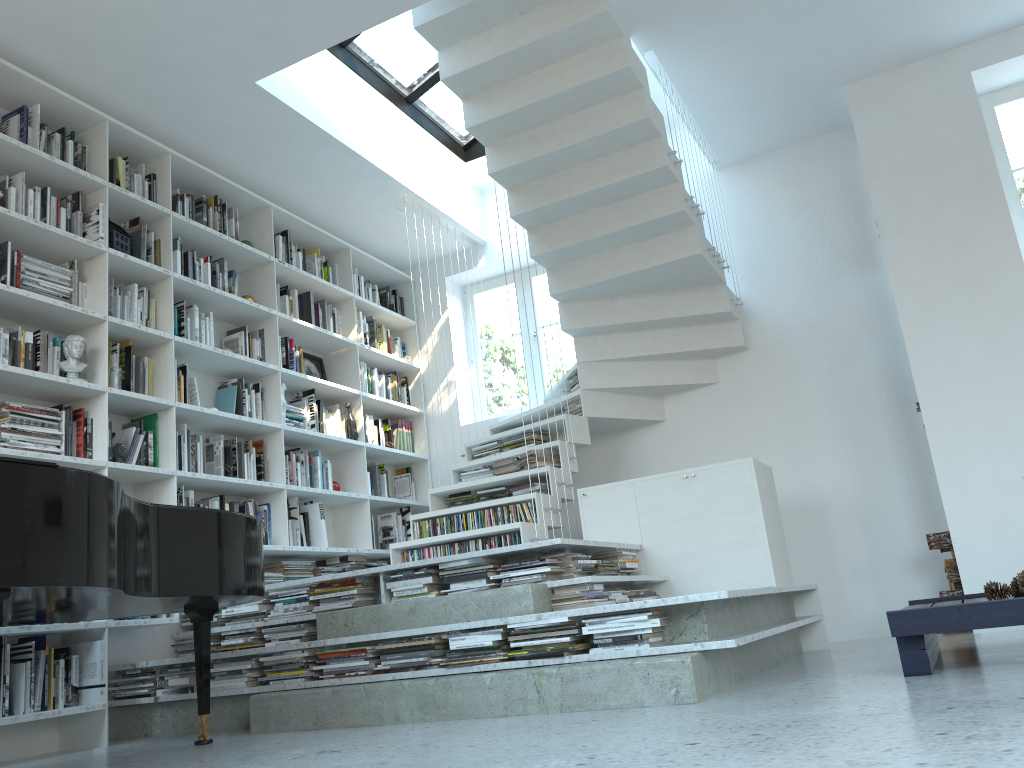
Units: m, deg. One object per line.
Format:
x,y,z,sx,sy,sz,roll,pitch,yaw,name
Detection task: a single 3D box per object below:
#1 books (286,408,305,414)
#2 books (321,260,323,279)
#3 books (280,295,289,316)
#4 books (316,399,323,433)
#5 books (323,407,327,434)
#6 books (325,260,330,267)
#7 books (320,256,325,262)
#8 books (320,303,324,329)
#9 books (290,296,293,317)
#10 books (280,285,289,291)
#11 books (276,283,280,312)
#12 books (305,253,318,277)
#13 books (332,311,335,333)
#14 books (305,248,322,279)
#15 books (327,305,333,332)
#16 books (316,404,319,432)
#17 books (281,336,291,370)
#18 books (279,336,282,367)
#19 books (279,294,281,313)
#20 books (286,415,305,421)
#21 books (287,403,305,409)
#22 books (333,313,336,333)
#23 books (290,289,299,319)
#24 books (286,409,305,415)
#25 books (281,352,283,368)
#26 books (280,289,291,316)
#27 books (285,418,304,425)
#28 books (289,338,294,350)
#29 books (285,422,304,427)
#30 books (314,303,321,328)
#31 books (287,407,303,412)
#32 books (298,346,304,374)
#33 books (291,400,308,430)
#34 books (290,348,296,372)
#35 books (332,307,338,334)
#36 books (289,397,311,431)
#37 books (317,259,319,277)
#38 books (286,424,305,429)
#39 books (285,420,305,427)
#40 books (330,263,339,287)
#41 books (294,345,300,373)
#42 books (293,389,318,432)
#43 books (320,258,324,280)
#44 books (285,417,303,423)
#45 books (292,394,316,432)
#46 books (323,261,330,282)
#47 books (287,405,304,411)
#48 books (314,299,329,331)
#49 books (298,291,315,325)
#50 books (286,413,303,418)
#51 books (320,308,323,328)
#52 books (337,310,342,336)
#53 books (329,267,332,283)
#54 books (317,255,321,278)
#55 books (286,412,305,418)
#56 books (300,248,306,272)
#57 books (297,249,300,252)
-1.495,0.182,5.728,0.159,0.012,0.285,-14,-17,26,books
-1.417,-0.756,6.333,0.170,0.225,0.007,-14,-16,24,books
-1.556,-0.470,5.885,0.175,0.207,0.025,-14,-16,24,books
-1.350,0.257,5.978,0.167,0.281,0.059,-14,-16,24,books
-1.329,0.287,6.024,0.147,0.241,0.031,-14,-16,24,books
-1.384,-0.752,6.462,0.136,0.278,0.025,-14,-16,24,books
-1.405,-0.772,6.419,0.131,0.298,0.020,-14,-16,24,books
-1.397,-0.423,6.234,0.156,0.263,0.023,-14,-16,24,books
-1.540,-0.463,5.949,0.158,0.223,0.030,-14,-16,24,books
-1.553,-0.502,5.940,0.162,0.295,0.011,-14,-16,24,books
-1.602,-0.515,5.844,0.167,0.281,0.052,-14,-16,24,books
-1.450,-0.783,6.277,0.169,0.255,0.019,-14,-16,24,books
-1.342,-0.393,6.325,0.162,0.240,0.030,-14,-16,24,books
-1.433,-0.801,6.342,0.166,0.320,0.007,-14,-16,24,books
-1.352,-0.415,6.296,0.177,0.271,0.036,-14,-16,24,books
-1.370,0.267,5.920,0.179,0.236,0.030,-14,-16,24,books
-1.528,-0.154,5.809,0.176,0.286,0.012,-14,-16,24,books
-1.565,-0.161,5.766,0.159,0.284,0.012,-14,-16,24,books
-1.591,-0.491,5.878,0.130,0.250,0.026,-14,-16,24,books
-1.484,0.227,5.714,0.161,0.012,0.254,-15,-17,29,books
-1.499,0.148,5.738,0.159,0.012,0.285,-14,-17,26,books
-1.333,-0.380,6.362,0.158,0.233,0.022,-14,-16,24,books
-1.514,-0.486,6.000,0.156,0.287,0.026,-14,-16,24,books
-1.487,0.192,5.723,0.159,0.012,0.285,-12,-16,19,books
-1.560,-0.145,5.793,0.131,0.268,0.043,-14,-16,24,books
-1.552,-0.490,5.916,0.167,0.260,0.026,-14,-16,24,books
-1.482,0.250,5.706,0.161,0.012,0.254,-12,-16,19,books
-1.506,-0.145,5.848,0.175,0.284,0.014,-14,-16,24,books
-1.486,0.274,5.701,0.161,0.012,0.254,-14,-17,26,books
-1.409,-0.427,6.169,0.189,0.239,0.014,-14,-16,24,books
-1.496,0.171,5.731,0.161,0.012,0.254,-14,-17,26,books
-1.464,-0.113,5.906,0.178,0.243,0.026,-14,-16,24,books
-1.418,0.245,5.851,0.161,0.253,0.012,-14,-16,24,books
-1.497,-0.113,5.822,0.190,0.206,0.013,-14,-16,24,books
-1.321,-0.400,6.388,0.147,0.283,0.026,-14,-16,24,books
-1.409,0.240,5.897,0.159,0.284,0.012,-14,-16,24,books
-1.444,-0.763,6.285,0.182,0.220,0.008,-14,-16,24,books
-1.480,0.285,5.696,0.161,0.012,0.254,-15,-17,28,books
-1.486,0.263,5.705,0.159,0.012,0.285,-13,-16,22,books
-1.343,-0.737,6.503,0.163,0.262,0.026,-14,-16,24,books
-1.484,-0.120,5.890,0.167,0.252,0.021,-14,-16,24,books
-1.378,0.212,5.912,0.180,0.338,0.010,-14,-16,24,books
-1.417,-0.762,6.354,0.164,0.248,0.031,-14,-16,24,books
-1.493,0.241,5.713,0.161,0.012,0.254,-14,-17,24,books
-1.381,0.229,5.898,0.184,0.299,0.011,-14,-16,24,books
-1.392,-0.749,6.386,0.186,0.234,0.018,-14,-16,24,books
-1.498,0.159,5.735,0.159,0.012,0.285,-13,-16,22,books
-1.376,-0.437,6.251,0.181,0.293,0.022,-14,-16,24,books
-1.451,-0.474,6.027,0.246,0.264,0.032,-14,-16,24,books
-1.489,0.216,5.719,0.159,0.012,0.285,-13,-16,21,books
-1.398,-0.408,6.201,0.165,0.217,0.031,-14,-16,24,books
-1.305,-0.386,6.410,0.169,0.264,0.031,-14,-16,24,books
-1.376,-0.728,6.423,0.169,0.209,0.029,-14,-16,24,books
-1.442,-0.773,6.309,0.189,0.251,0.016,-14,-16,24,books
-1.492,0.205,5.722,0.159,0.012,0.285,-14,-17,26,books
-1.510,-0.802,6.183,0.165,0.257,0.030,-14,-16,24,books
-1.531,-0.802,6.169,0.161,0.253,0.012,-14,-16,24,books
